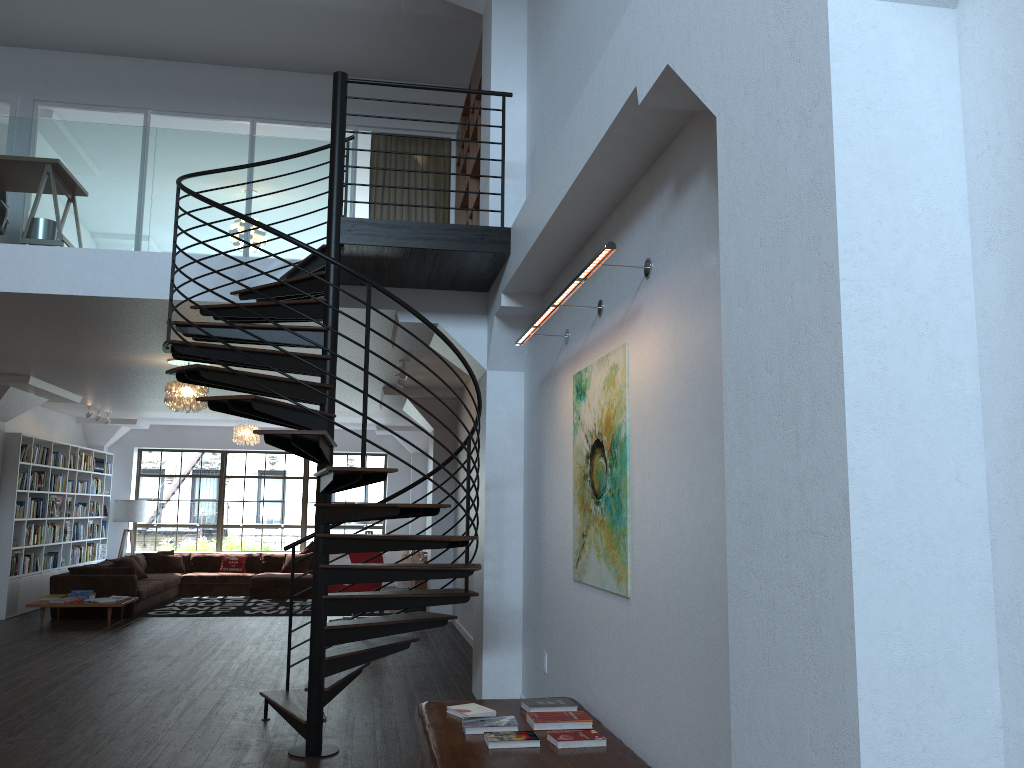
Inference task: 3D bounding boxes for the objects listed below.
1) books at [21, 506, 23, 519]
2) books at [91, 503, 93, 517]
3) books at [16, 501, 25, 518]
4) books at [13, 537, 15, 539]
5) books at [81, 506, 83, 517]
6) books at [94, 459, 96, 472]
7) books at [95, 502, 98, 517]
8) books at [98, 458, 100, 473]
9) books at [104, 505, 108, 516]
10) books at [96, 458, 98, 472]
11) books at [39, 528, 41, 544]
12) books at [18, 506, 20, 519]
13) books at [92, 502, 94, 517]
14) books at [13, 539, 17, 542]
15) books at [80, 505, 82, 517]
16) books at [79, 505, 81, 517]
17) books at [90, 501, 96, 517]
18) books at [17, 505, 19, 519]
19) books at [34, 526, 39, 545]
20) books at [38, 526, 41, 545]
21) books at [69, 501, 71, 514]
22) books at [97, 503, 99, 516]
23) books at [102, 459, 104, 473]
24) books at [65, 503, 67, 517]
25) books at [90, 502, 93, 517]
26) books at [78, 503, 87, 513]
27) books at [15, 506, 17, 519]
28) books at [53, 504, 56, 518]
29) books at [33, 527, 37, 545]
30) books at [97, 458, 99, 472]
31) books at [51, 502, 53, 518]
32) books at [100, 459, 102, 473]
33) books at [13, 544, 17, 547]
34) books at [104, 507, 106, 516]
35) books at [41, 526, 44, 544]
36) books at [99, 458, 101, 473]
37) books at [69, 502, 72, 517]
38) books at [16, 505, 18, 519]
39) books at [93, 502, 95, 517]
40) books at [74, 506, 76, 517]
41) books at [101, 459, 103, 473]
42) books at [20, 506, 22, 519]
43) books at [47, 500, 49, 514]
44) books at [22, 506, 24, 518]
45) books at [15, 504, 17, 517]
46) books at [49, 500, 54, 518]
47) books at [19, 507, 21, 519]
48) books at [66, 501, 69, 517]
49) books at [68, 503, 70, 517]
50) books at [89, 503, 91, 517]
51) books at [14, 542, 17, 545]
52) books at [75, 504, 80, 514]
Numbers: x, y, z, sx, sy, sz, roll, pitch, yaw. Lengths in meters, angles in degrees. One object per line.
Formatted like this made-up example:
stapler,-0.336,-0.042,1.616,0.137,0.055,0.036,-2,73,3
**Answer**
books,-6.659,1.731,11.950,0.106,0.162,0.032,2,-8,-9
books,-7.208,2.140,15.062,0.161,0.223,0.032,2,-8,-9
books,-6.685,1.704,12.010,0.140,0.231,0.042,2,-8,-9
books,-6.699,2.049,11.774,0.144,0.025,0.204,3,-9,-19
books,-7.108,2.087,14.522,0.128,0.178,0.022,2,-8,-9
books,-7.194,1.392,15.130,0.161,0.223,0.032,2,-8,-9
books,-7.264,2.163,15.332,0.183,0.253,0.042,2,-8,-9
books,-7.254,1.411,15.373,0.183,0.253,0.042,2,-8,-9
books,-7.351,2.261,15.881,0.182,0.215,0.188,2,-8,-9
books,-7.232,1.393,15.245,0.183,0.253,0.042,2,-8,-9
books,-6.817,2.156,12.630,0.183,0.253,0.034,2,-8,-9
books,-6.655,1.714,11.869,0.109,0.171,0.018,2,-8,-9
books,-7.228,2.130,15.098,0.183,0.253,0.042,2,-8,-9
books,-6.700,2.077,11.766,0.174,0.032,0.254,3,-8,-14
books,-7.104,2.070,14.469,0.136,0.196,0.045,2,-8,-9
books,-7.095,2.067,14.430,0.139,0.191,0.036,2,-8,-9
books,-7.255,2.148,15.247,0.180,0.259,0.042,2,-8,-9
books,-6.657,1.702,11.824,0.134,0.184,0.030,2,-8,-9
books,-6.806,2.147,12.564,0.183,0.253,0.034,2,-8,-9
books,-6.808,2.152,12.598,0.183,0.253,0.034,2,-8,-9
books,-7.021,1.960,13.881,0.183,0.253,0.039,2,-8,-9
books,-7.280,2.185,15.418,0.174,0.236,0.142,2,-8,-10
books,-7.288,1.441,15.587,0.183,0.253,0.042,2,-8,-9
books,-6.987,1.953,13.738,0.161,0.223,0.030,2,-8,-9
books,-7.199,2.122,14.989,0.174,0.240,0.054,2,-8,-9
books,-7.152,2.092,14.753,0.140,0.231,0.042,2,-8,-9
books,-6.644,1.685,11.759,0.127,0.200,0.020,2,-8,-9
books,-6.901,1.891,13.242,0.161,0.207,0.135,2,-8,-10
books,-6.790,2.139,12.484,0.171,0.246,0.057,2,-8,-9
books,-7.249,1.405,15.330,0.183,0.253,0.042,2,-8,-9
books,-6.872,1.860,13.090,0.161,0.223,0.032,2,-8,-9
books,-7.271,1.429,15.502,0.183,0.253,0.042,2,-8,-9
books,-6.699,2.144,11.761,0.197,0.035,0.284,3,-9,-19
books,-7.365,2.248,15.826,0.182,0.226,0.173,2,-8,-9
books,-6.830,2.170,12.731,0.183,0.253,0.034,2,-8,-9
books,-7.257,1.417,15.416,0.183,0.253,0.042,2,-8,-9
books,-7.028,1.971,13.948,0.171,0.246,0.036,2,-8,-9
books,-6.641,1.698,11.779,0.128,0.178,0.022,2,-8,-9
books,-7.237,2.144,15.170,0.171,0.246,0.039,2,-8,-9
books,-7.048,2.037,14.170,0.128,0.178,0.021,2,-8,-9
books,-7.278,1.435,15.544,0.183,0.253,0.042,2,-8,-9
books,-6.661,1.725,11.923,0.120,0.167,0.020,2,-8,-9
books,-6.862,1.803,12.905,0.198,0.284,0.049,2,-8,-9
books,-6.663,1.732,11.974,0.107,0.167,0.017,2,-8,-9
books,-6.637,1.682,11.726,0.136,0.196,0.045,2,-8,-9
books,-6.892,1.850,13.126,0.183,0.253,0.042,2,-8,-9
books,-6.652,1.726,11.886,0.110,0.153,0.019,2,-8,-9
books,-6.993,1.944,13.780,0.174,0.251,0.051,2,-8,-9
books,-7.001,1.969,13.848,0.161,0.223,0.030,2,-8,-9
books,-7.193,2.124,14.945,0.161,0.223,0.032,2,-8,-9
books,-6.698,2.110,11.766,0.197,0.033,0.284,6,-10,-34
books,-7.093,2.054,14.391,0.140,0.206,0.042,2,-8,-9
